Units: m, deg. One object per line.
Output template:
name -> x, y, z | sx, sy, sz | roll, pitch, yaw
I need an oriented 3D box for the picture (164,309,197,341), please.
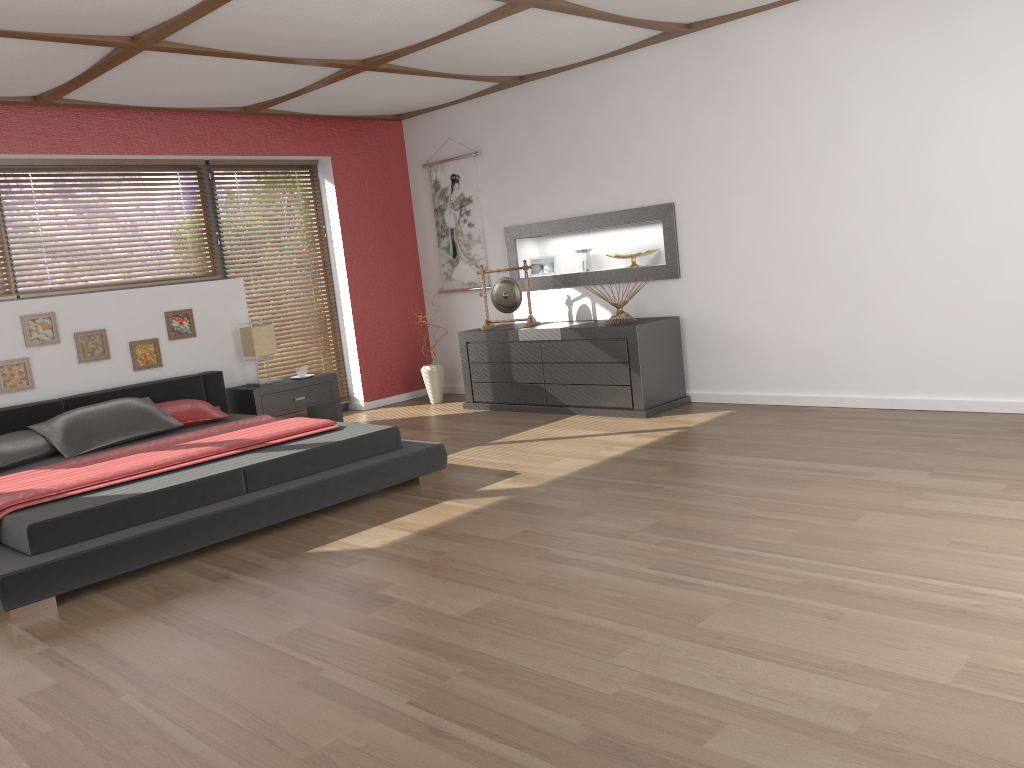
picture -> -2.320, -0.416, 6.208 | 0.010, 0.200, 0.200 | 1, 11, 44

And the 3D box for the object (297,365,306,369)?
object -> -1.562, -0.124, 6.573 | 0.007, 0.007, 0.192 | -5, 8, 9

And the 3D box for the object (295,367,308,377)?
object -> -1.557, -0.085, 6.572 | 0.099, 0.069, 0.099 | -9, 8, -20

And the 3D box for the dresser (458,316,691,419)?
dresser -> 0.393, -0.135, 6.502 | 1.740, 0.608, 0.540 | 1, 11, 44

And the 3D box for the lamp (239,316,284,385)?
lamp -> -1.826, -0.250, 6.427 | 0.200, 0.480, 0.200 | 1, 11, 44

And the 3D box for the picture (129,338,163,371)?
picture -> -2.491, -0.201, 6.037 | 0.010, 0.200, 0.200 | 1, 11, 44

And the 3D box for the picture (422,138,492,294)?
picture -> -0.459, -1.410, 7.431 | 0.701, 1.270, 0.028 | 1, 11, 44

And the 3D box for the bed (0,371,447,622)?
bed -> -2.076, 0.410, 4.689 | 2.413, 0.577, 2.469 | 1, 11, 44

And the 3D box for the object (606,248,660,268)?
object -> 0.883, -0.906, 6.451 | 0.350, 0.116, 0.181 | -1, 10, 34

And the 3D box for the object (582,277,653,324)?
object -> 0.731, -0.561, 6.051 | 0.481, 0.282, 0.481 | -5, 8, 11

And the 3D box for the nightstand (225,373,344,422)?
nightstand -> -1.665, 0.184, 6.546 | 0.413, 0.423, 0.700 | 1, 11, 44

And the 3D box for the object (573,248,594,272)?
object -> 0.555, -0.945, 6.785 | 0.159, 0.171, 0.159 | -6, 8, 3

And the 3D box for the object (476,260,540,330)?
object -> -0.042, -0.680, 6.758 | 0.490, 0.498, 0.173 | -2, 9, 29

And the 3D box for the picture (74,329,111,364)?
picture -> -2.735, -0.248, 5.784 | 0.010, 0.200, 0.200 | 1, 11, 44

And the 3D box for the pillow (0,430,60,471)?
pillow -> -2.782, 0.368, 4.916 | 0.418, 0.172, 0.745 | -4, 8, 20

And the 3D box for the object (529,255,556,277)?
object -> 0.242, -0.938, 7.043 | 0.226, 0.146, 0.041 | -3, 9, 24

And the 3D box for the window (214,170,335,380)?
window -> -1.884, -0.783, 7.159 | 0.020, 1.893, 0.889 | 1, 11, 44

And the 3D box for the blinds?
blinds -> -3.172, -0.405, 5.740 | 0.032, 1.952, 4.840 | 1, 11, 44

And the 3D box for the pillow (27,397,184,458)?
pillow -> -2.374, 0.229, 5.210 | 0.386, 0.241, 0.744 | 0, 10, 40

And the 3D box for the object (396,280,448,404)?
object -> -0.729, -0.340, 7.327 | 0.364, 1.035, 0.422 | -4, 8, 20

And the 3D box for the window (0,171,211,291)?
window -> -3.283, -0.976, 5.711 | 0.020, 0.786, 2.817 | 1, 11, 44

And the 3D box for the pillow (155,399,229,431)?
pillow -> -2.194, 0.207, 5.596 | 0.745, 0.172, 0.418 | -10, 9, -26

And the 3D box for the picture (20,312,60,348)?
picture -> -2.953, -0.340, 5.557 | 0.010, 0.200, 0.200 | 1, 11, 44

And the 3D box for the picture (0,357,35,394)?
picture -> -3.060, -0.052, 5.453 | 0.010, 0.200, 0.200 | 1, 11, 44

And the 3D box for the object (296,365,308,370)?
object -> -1.552, -0.122, 6.552 | 0.007, 0.007, 0.192 | -4, 8, 14

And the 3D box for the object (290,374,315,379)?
object -> -1.553, -0.053, 6.576 | 0.179, 0.012, 0.179 | -9, 8, -20
